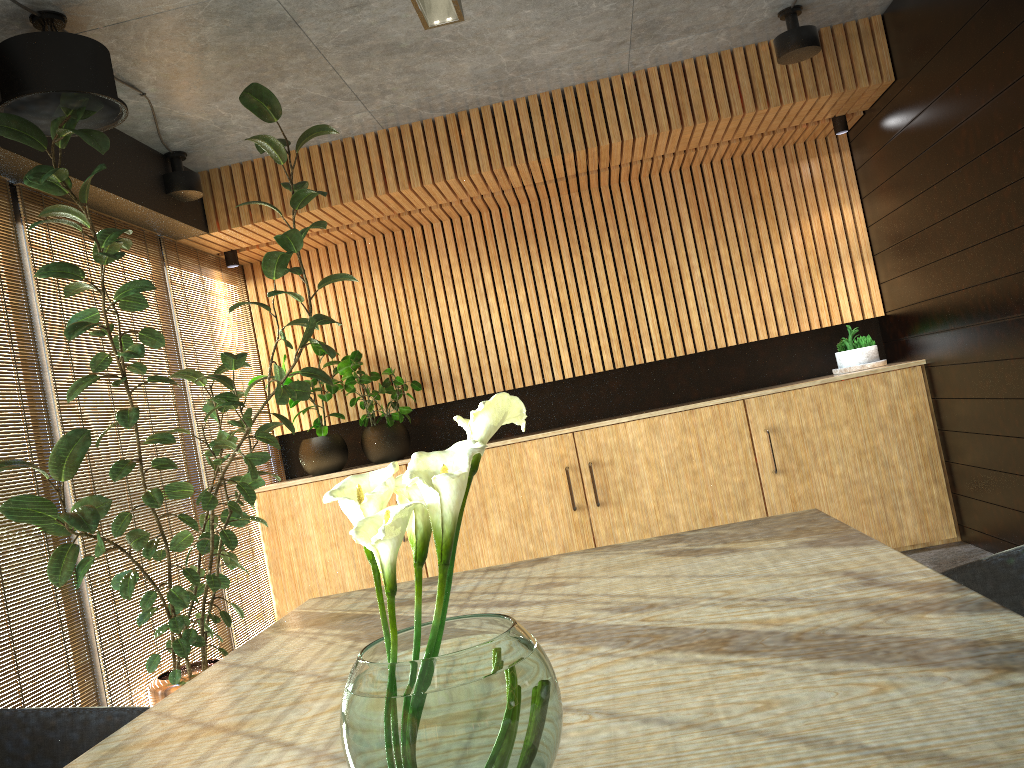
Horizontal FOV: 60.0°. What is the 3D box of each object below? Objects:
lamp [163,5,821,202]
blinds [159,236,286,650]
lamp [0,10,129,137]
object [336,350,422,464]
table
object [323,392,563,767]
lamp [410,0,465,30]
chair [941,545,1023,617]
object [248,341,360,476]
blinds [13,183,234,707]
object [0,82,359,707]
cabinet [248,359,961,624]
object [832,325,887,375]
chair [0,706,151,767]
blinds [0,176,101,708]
[{"bbox_3d":[-0.226,-1.727,5.498,4.179,0.294,0.257,-11,-2,6],"label":"lamp"},{"bbox_3d":[-1.989,0.502,6.594,0.039,3.038,1.422,-11,-2,6],"label":"blinds"},{"bbox_3d":[-1.959,-1.359,3.805,0.513,0.497,0.513,-10,-2,-24],"label":"lamp"},{"bbox_3d":[-1.058,0.170,6.801,0.679,0.880,0.512,-11,-2,9],"label":"object"},{"bbox_3d":[0.040,1.026,1.151,1.816,0.927,3.932,-11,-2,6],"label":"table"},{"bbox_3d":[-0.102,0.305,1.198,0.295,0.546,0.322,-12,-2,15],"label":"object"},{"bbox_3d":[-0.510,-1.643,1.261,0.151,0.618,4.009,-11,-2,6],"label":"lamp"},{"bbox_3d":[1.344,0.791,1.924,0.761,0.944,0.706,-11,-2,6],"label":"chair"},{"bbox_3d":[-1.574,0.185,6.869,0.640,1.054,0.666,-9,-3,-43],"label":"object"},{"bbox_3d":[-2.140,0.480,5.134,0.039,3.038,1.422,-11,-2,6],"label":"blinds"},{"bbox_3d":[-1.778,0.309,4.560,1.958,3.266,1.875,-13,-3,44],"label":"object"},{"bbox_3d":[0.585,0.942,6.723,4.954,1.272,1.006,-11,-2,6],"label":"cabinet"},{"bbox_3d":[2.559,-0.272,6.609,0.384,0.347,0.384,-12,-2,28],"label":"object"},{"bbox_3d":[-1.194,1.296,2.179,0.761,0.944,0.706,-11,-2,6],"label":"chair"},{"bbox_3d":[-2.293,0.458,3.648,0.039,3.038,1.422,-11,-2,6],"label":"blinds"}]
